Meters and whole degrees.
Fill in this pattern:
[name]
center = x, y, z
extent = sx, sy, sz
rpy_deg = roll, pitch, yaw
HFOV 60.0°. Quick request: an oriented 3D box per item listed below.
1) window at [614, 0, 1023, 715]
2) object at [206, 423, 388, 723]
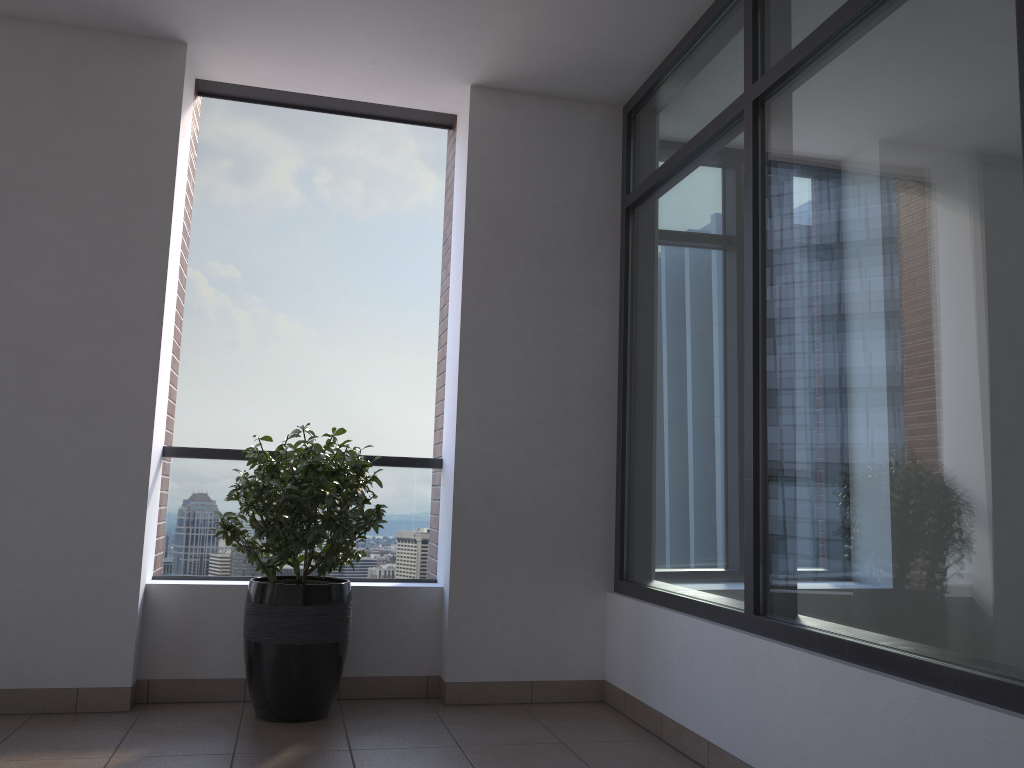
[window]
center = 1.208, -0.505, 1.944
extent = 0.170, 2.402, 5.002
rpy_deg = 4, -8, -14
[object]
center = -0.905, 0.830, 3.695
extent = 0.731, 1.338, 0.721
rpy_deg = 3, -8, -10
